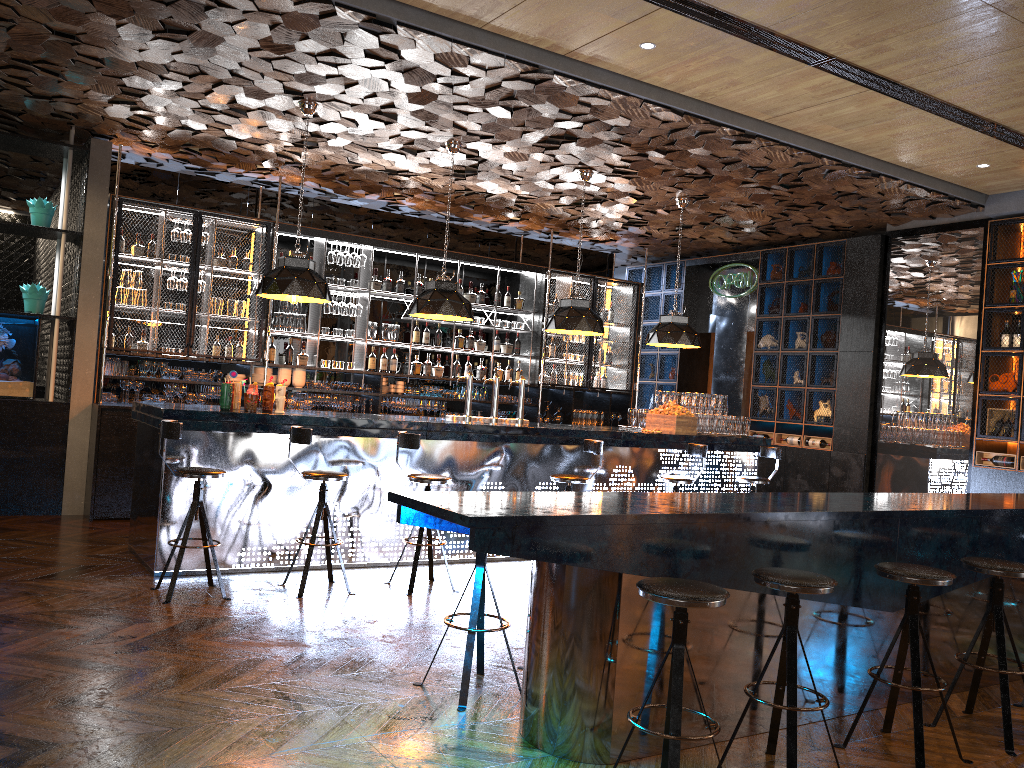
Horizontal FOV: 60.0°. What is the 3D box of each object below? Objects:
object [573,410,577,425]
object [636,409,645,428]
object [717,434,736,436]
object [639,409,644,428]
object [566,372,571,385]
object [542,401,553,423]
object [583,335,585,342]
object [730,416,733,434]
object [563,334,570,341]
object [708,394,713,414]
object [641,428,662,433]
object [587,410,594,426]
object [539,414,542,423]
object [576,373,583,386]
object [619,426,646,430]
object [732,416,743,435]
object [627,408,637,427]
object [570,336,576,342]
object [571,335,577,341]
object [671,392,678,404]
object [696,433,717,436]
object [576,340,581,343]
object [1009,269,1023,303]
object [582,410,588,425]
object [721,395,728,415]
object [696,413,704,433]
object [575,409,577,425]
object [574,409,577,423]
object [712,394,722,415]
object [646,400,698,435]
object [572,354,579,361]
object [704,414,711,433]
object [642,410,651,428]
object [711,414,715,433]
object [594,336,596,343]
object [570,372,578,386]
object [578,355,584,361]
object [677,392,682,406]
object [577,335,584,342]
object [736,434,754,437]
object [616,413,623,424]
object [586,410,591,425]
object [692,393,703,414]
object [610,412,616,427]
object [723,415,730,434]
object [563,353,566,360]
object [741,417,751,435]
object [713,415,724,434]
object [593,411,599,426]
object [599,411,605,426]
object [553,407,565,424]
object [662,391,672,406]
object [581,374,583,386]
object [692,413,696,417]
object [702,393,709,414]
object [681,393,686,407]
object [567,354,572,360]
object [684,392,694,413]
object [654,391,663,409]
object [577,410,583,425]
[{"bbox_3d":[0.803,0.449,11.628,0.079,0.231,0.079,4,-1,3],"label":"object"},{"bbox_3d":[1.367,0.373,9.477,0.105,0.209,0.105,4,-1,-7],"label":"object"},{"bbox_3d":[2.098,0.519,9.277,0.273,0.019,0.437,5,-1,-32],"label":"object"},{"bbox_3d":[1.391,0.373,9.341,0.105,0.209,0.105,4,-1,-7],"label":"object"},{"bbox_3d":[0.753,-0.050,11.859,0.105,0.209,0.105,4,-1,43],"label":"object"},{"bbox_3d":[0.461,0.382,11.559,0.170,0.313,0.170,5,-1,-38],"label":"object"},{"bbox_3d":[1.000,-0.676,11.857,0.092,0.244,0.092,5,-1,-38],"label":"object"},{"bbox_3d":[2.360,0.445,9.450,0.105,0.209,0.105,4,-1,-7],"label":"object"},{"bbox_3d":[0.736,-0.695,11.884,0.092,0.244,0.092,5,-1,-38],"label":"object"},{"bbox_3d":[2.058,0.210,9.286,0.105,0.209,0.105,4,-1,-7],"label":"object"},{"bbox_3d":[1.371,0.459,8.672,0.198,0.045,0.377,4,-1,6],"label":"object"},{"bbox_3d":[1.040,0.468,11.783,0.079,0.231,0.079,4,-1,-6],"label":"object"},{"bbox_3d":[0.311,0.373,11.464,0.186,0.307,0.186,5,-1,-27],"label":"object"},{"bbox_3d":[0.888,-0.039,11.883,0.105,0.209,0.105,4,-1,43],"label":"object"},{"bbox_3d":[1.359,0.466,9.329,0.273,0.019,0.437,5,-1,-32],"label":"object"},{"bbox_3d":[2.368,0.444,9.327,0.105,0.209,0.105,4,-1,33],"label":"object"},{"bbox_3d":[1.273,0.366,9.409,0.105,0.209,0.105,4,-1,-7],"label":"object"},{"bbox_3d":[0.828,-0.688,11.943,0.092,0.244,0.092,5,-1,-38],"label":"object"},{"bbox_3d":[0.824,-0.691,11.745,0.092,0.244,0.092,5,-1,-38],"label":"object"},{"bbox_3d":[1.719,0.187,9.458,0.105,0.209,0.105,4,-1,-7],"label":"object"},{"bbox_3d":[1.865,0.500,9.118,0.273,0.019,0.437,5,-1,-32],"label":"object"},{"bbox_3d":[0.912,-0.681,11.996,0.092,0.244,0.092,5,-1,-38],"label":"object"},{"bbox_3d":[5.044,-0.937,8.760,0.222,0.390,0.224,4,-1,42],"label":"object"},{"bbox_3d":[0.957,0.462,11.731,0.079,0.231,0.079,4,-1,34],"label":"object"},{"bbox_3d":[2.202,0.220,9.245,0.105,0.209,0.105,4,-1,-7],"label":"object"},{"bbox_3d":[1.894,0.404,8.970,0.105,0.209,0.105,4,-1,-7],"label":"object"},{"bbox_3d":[0.862,0.457,11.882,0.079,0.231,0.079,4,-1,0],"label":"object"},{"bbox_3d":[0.815,0.452,11.743,0.079,0.231,0.079,4,-1,37],"label":"object"},{"bbox_3d":[2.128,0.214,9.193,0.105,0.209,0.105,4,-1,-7],"label":"object"},{"bbox_3d":[1.626,0.328,8.943,0.340,0.332,0.464,5,-1,-29],"label":"object"},{"bbox_3d":[0.848,-0.351,11.848,0.089,0.092,0.089,5,-1,-32],"label":"object"},{"bbox_3d":[1.981,0.411,9.041,0.105,0.209,0.105,4,-1,-7],"label":"object"},{"bbox_3d":[1.399,0.373,9.218,0.105,0.209,0.105,4,-1,33],"label":"object"},{"bbox_3d":[2.077,0.420,9.233,0.105,0.209,0.105,4,-1,-7],"label":"object"},{"bbox_3d":[1.087,-0.669,11.913,0.092,0.244,0.092,5,-1,-38],"label":"object"},{"bbox_3d":[0.820,-0.046,11.766,0.105,0.209,0.105,4,-1,43],"label":"object"},{"bbox_3d":[0.944,-0.342,12.051,0.089,0.092,0.089,4,-1,42],"label":"object"},{"bbox_3d":[1.808,0.196,9.657,0.105,0.209,0.105,4,-1,-7],"label":"object"},{"bbox_3d":[0.916,-0.683,11.804,0.092,0.244,0.092,5,-1,-38],"label":"object"},{"bbox_3d":[2.328,0.538,9.439,0.273,0.019,0.437,5,-1,-32],"label":"object"},{"bbox_3d":[1.450,0.505,12.080,0.101,0.227,0.101,4,-1,35],"label":"object"},{"bbox_3d":[1.030,0.469,11.881,0.079,0.231,0.079,5,-1,-31],"label":"object"},{"bbox_3d":[1.894,0.195,9.034,0.105,0.209,0.105,4,-1,-7],"label":"object"},{"bbox_3d":[1.350,0.496,11.969,0.101,0.227,0.101,4,-1,35],"label":"object"},{"bbox_3d":[2.214,0.430,9.199,0.105,0.209,0.105,4,-1,-7],"label":"object"},{"bbox_3d":[0.728,-0.360,11.824,0.089,0.092,0.089,4,-1,24],"label":"object"},{"bbox_3d":[2.465,0.452,9.375,0.105,0.209,0.105,4,-1,33],"label":"object"},{"bbox_3d":[2.128,0.423,9.129,0.105,0.209,0.105,4,-1,-7],"label":"object"},{"bbox_3d":[1.119,0.475,11.829,0.079,0.231,0.079,4,-1,3],"label":"object"},{"bbox_3d":[1.204,0.482,11.885,0.079,0.231,0.079,5,-1,-36],"label":"object"},{"bbox_3d":[0.608,0.426,11.586,0.158,0.248,0.158,5,-1,-38],"label":"object"},{"bbox_3d":[1.645,0.181,9.405,0.105,0.209,0.105,4,-1,-7],"label":"object"},{"bbox_3d":[0.963,-0.033,11.989,0.105,0.209,0.105,4,-1,43],"label":"object"},{"bbox_3d":[1.843,0.401,9.074,0.105,0.209,0.105,4,-1,-7],"label":"object"},{"bbox_3d":[1.969,0.201,9.086,0.105,0.209,0.105,4,-1,-7],"label":"object"},{"bbox_3d":[1.878,0.200,9.564,0.105,0.209,0.105,4,-1,-7],"label":"object"},{"bbox_3d":[0.750,-0.360,11.718,0.089,0.092,0.089,4,-1,42],"label":"object"},{"bbox_3d":[1.824,0.191,9.127,0.105,0.209,0.105,4,-1,-7],"label":"object"},{"bbox_3d":[1.574,0.177,9.499,0.105,0.209,0.105,4,-1,-7],"label":"object"},{"bbox_3d":[0.888,0.456,11.684,0.079,0.231,0.079,5,-1,-36],"label":"object"}]
